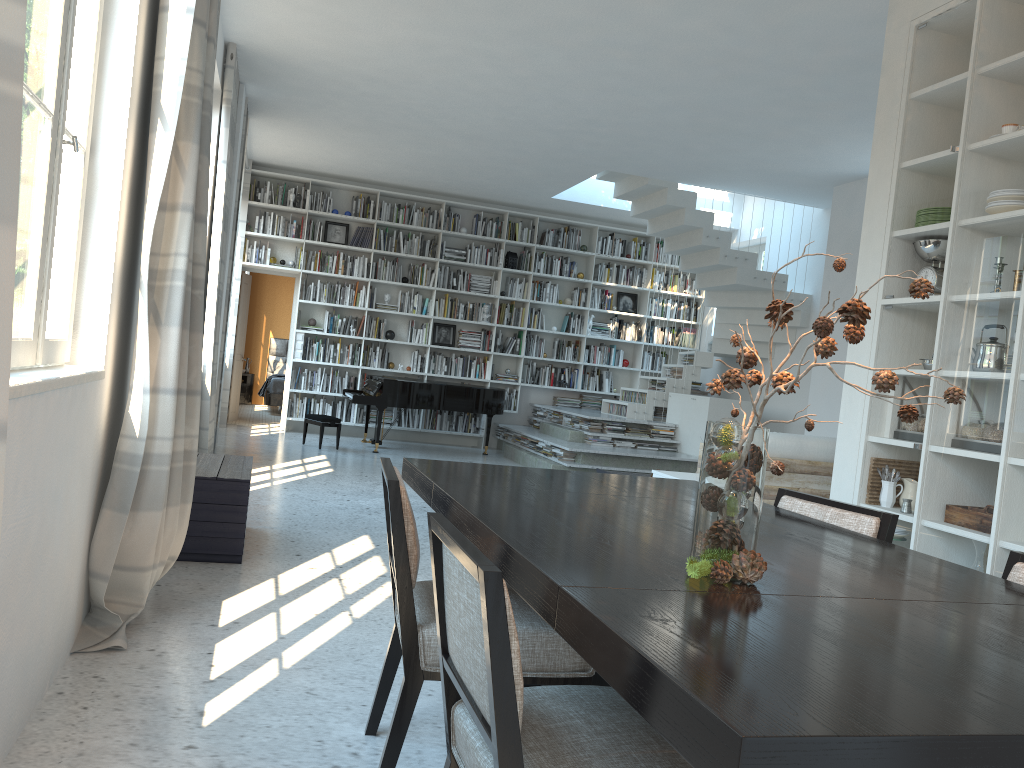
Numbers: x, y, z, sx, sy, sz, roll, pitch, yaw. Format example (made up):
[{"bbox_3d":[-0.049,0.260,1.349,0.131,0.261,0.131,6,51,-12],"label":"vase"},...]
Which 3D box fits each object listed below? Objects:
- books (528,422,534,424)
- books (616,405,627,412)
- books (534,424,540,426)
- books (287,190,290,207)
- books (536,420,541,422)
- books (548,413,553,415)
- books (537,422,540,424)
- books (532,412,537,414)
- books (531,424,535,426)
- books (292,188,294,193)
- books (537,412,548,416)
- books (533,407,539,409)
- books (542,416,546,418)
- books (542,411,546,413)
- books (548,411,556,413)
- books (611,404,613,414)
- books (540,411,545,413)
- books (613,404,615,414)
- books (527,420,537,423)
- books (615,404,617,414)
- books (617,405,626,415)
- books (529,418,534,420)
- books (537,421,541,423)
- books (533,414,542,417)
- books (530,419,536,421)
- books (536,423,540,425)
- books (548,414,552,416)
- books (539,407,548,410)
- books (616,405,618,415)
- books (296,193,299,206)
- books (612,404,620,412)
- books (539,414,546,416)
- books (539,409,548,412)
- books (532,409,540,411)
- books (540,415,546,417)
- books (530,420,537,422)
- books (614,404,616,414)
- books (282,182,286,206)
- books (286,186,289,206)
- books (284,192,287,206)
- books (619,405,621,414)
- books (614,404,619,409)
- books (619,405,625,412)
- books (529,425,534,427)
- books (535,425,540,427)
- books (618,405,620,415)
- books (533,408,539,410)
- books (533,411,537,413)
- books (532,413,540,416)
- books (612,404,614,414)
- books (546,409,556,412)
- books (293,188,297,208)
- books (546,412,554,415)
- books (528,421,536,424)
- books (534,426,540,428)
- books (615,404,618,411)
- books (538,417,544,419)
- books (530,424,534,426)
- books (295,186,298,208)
[{"bbox_3d":[0.334,0.537,11.973,0.170,0.012,0.215,6,1,-16],"label":"books"},{"bbox_3d":[1.366,0.325,11.084,0.125,0.125,0.008,6,2,-16],"label":"books"},{"bbox_3d":[0.408,0.547,11.670,0.180,0.017,0.182,6,1,-19],"label":"books"},{"bbox_3d":[-2.767,-2.277,10.974,0.021,0.226,0.156,6,1,-16],"label":"books"},{"bbox_3d":[0.429,0.498,11.673,0.149,0.014,0.228,6,1,-18],"label":"books"},{"bbox_3d":[0.563,0.395,11.374,0.144,0.013,0.220,6,1,-13],"label":"books"},{"bbox_3d":[0.430,0.523,11.675,0.137,0.018,0.200,6,1,-20],"label":"books"},{"bbox_3d":[0.390,0.398,11.944,0.179,0.012,0.261,6,1,-16],"label":"books"},{"bbox_3d":[0.343,0.551,11.976,0.147,0.014,0.292,6,1,-16],"label":"books"},{"bbox_3d":[-2.720,-2.286,10.982,0.021,0.253,0.179,6,1,-16],"label":"books"},{"bbox_3d":[0.459,0.395,11.661,0.189,0.030,0.237,6,1,-19],"label":"books"},{"bbox_3d":[0.400,0.337,11.944,0.159,0.011,0.246,6,1,-19],"label":"books"},{"bbox_3d":[0.483,0.440,11.671,0.131,0.021,0.240,6,1,-14],"label":"books"},{"bbox_3d":[0.479,0.369,11.665,0.143,0.012,0.263,6,1,-11],"label":"books"},{"bbox_3d":[0.565,0.364,11.373,0.149,0.013,0.220,6,1,-13],"label":"books"},{"bbox_3d":[1.325,0.318,11.233,0.125,0.125,0.008,6,2,-16],"label":"books"},{"bbox_3d":[0.471,0.378,11.664,0.171,0.007,0.206,6,1,-14],"label":"books"},{"bbox_3d":[1.343,0.321,11.167,0.125,0.125,0.008,6,2,-16],"label":"books"},{"bbox_3d":[0.327,0.509,11.970,0.184,0.006,0.262,6,1,-15],"label":"books"},{"bbox_3d":[1.360,0.324,11.107,0.125,0.125,0.008,6,2,-16],"label":"books"},{"bbox_3d":[1.379,0.327,11.040,0.125,0.125,0.008,6,2,-16],"label":"books"},{"bbox_3d":[0.334,0.479,11.970,0.174,0.009,0.239,6,1,-14],"label":"books"},{"bbox_3d":[0.426,0.509,11.673,0.144,0.009,0.249,6,1,-12],"label":"books"},{"bbox_3d":[0.390,0.430,11.946,0.163,0.017,0.232,6,1,-14],"label":"books"},{"bbox_3d":[0.339,0.491,11.972,0.152,0.015,0.208,6,1,-11],"label":"books"},{"bbox_3d":[0.422,0.536,11.674,0.159,0.009,0.228,6,1,-15],"label":"books"},{"bbox_3d":[0.565,0.409,11.375,0.150,0.013,0.215,6,1,-16],"label":"books"},{"bbox_3d":[0.473,0.327,11.661,0.171,0.020,0.193,6,1,-21],"label":"books"},{"bbox_3d":[1.368,0.325,11.077,0.125,0.125,0.008,6,2,-16],"label":"books"},{"bbox_3d":[-2.664,-2.255,11.005,0.023,0.205,0.145,6,1,-16],"label":"books"},{"bbox_3d":[1.331,0.319,11.211,0.125,0.125,0.008,6,2,-16],"label":"books"},{"bbox_3d":[0.470,0.415,11.665,0.163,0.008,0.294,6,1,-18],"label":"books"},{"bbox_3d":[0.479,0.354,11.664,0.163,0.018,0.289,6,1,-17],"label":"books"},{"bbox_3d":[0.388,0.357,11.941,0.171,0.015,0.252,6,1,-21],"label":"books"},{"bbox_3d":[0.473,0.424,11.667,0.152,0.009,0.259,6,1,-19],"label":"books"},{"bbox_3d":[0.336,0.503,11.971,0.159,0.009,0.210,6,1,-12],"label":"books"},{"bbox_3d":[1.352,0.322,11.136,0.125,0.125,0.007,6,2,-16],"label":"books"},{"bbox_3d":[-2.823,-2.327,10.960,0.029,0.314,0.129,6,2,-16],"label":"books"},{"bbox_3d":[-2.781,-2.303,10.969,0.013,0.275,0.158,6,1,-16],"label":"books"},{"bbox_3d":[-2.802,-2.261,10.959,0.024,0.187,0.159,6,1,-16],"label":"books"},{"bbox_3d":[1.393,0.329,10.988,0.125,0.125,0.010,6,2,-16],"label":"books"},{"bbox_3d":[1.345,0.321,11.160,0.125,0.125,0.007,6,2,-16],"label":"books"},{"bbox_3d":[1.391,0.329,10.996,0.125,0.125,0.007,6,2,-16],"label":"books"},{"bbox_3d":[0.332,0.571,11.974,0.163,0.019,0.187,6,1,-17],"label":"books"},{"bbox_3d":[0.418,0.563,11.674,0.160,0.014,0.267,6,1,-17],"label":"books"},{"bbox_3d":[1.387,0.328,11.011,0.125,0.125,0.007,6,2,-16],"label":"books"},{"bbox_3d":[0.399,0.346,11.944,0.167,0.008,0.234,6,1,-17],"label":"books"},{"bbox_3d":[0.397,0.389,11.946,0.156,0.009,0.287,6,1,-18],"label":"books"},{"bbox_3d":[0.384,0.412,11.943,0.175,0.017,0.265,6,1,-13],"label":"books"},{"bbox_3d":[1.333,0.319,11.203,0.125,0.125,0.008,6,2,-16],"label":"books"},{"bbox_3d":[0.554,0.349,11.369,0.165,0.015,0.243,6,1,-21],"label":"books"},{"bbox_3d":[-2.696,-2.286,10.986,0.027,0.259,0.147,6,1,-16],"label":"books"},{"bbox_3d":[0.557,0.384,11.372,0.167,0.008,0.234,6,1,-17],"label":"books"},{"bbox_3d":[0.338,0.525,11.973,0.159,0.012,0.278,6,1,-17],"label":"books"},{"bbox_3d":[0.400,0.573,11.670,0.187,0.009,0.261,6,1,-13],"label":"books"},{"bbox_3d":[1.356,0.323,11.122,0.125,0.125,0.008,6,2,-16],"label":"books"},{"bbox_3d":[0.463,0.457,11.666,0.173,0.017,0.233,6,1,-17],"label":"books"},{"bbox_3d":[0.333,0.559,11.974,0.144,0.005,0.257,6,1,-11],"label":"books"},{"bbox_3d":[-2.678,-2.301,11.003,0.013,0.292,0.154,6,1,-16],"label":"books"}]
